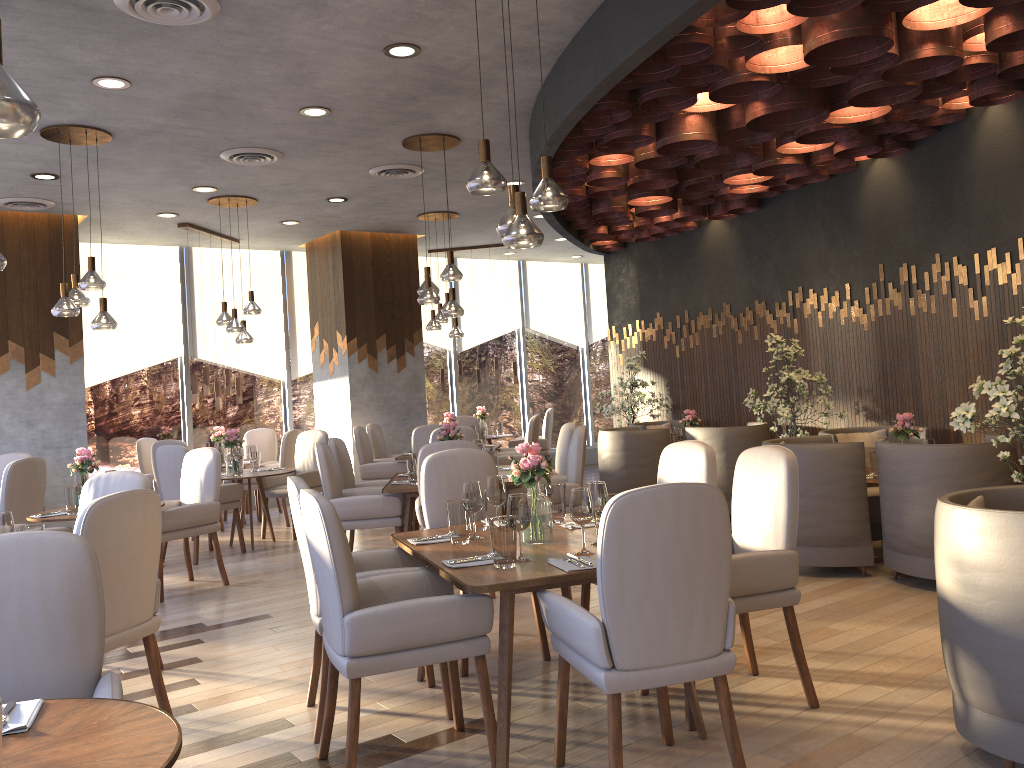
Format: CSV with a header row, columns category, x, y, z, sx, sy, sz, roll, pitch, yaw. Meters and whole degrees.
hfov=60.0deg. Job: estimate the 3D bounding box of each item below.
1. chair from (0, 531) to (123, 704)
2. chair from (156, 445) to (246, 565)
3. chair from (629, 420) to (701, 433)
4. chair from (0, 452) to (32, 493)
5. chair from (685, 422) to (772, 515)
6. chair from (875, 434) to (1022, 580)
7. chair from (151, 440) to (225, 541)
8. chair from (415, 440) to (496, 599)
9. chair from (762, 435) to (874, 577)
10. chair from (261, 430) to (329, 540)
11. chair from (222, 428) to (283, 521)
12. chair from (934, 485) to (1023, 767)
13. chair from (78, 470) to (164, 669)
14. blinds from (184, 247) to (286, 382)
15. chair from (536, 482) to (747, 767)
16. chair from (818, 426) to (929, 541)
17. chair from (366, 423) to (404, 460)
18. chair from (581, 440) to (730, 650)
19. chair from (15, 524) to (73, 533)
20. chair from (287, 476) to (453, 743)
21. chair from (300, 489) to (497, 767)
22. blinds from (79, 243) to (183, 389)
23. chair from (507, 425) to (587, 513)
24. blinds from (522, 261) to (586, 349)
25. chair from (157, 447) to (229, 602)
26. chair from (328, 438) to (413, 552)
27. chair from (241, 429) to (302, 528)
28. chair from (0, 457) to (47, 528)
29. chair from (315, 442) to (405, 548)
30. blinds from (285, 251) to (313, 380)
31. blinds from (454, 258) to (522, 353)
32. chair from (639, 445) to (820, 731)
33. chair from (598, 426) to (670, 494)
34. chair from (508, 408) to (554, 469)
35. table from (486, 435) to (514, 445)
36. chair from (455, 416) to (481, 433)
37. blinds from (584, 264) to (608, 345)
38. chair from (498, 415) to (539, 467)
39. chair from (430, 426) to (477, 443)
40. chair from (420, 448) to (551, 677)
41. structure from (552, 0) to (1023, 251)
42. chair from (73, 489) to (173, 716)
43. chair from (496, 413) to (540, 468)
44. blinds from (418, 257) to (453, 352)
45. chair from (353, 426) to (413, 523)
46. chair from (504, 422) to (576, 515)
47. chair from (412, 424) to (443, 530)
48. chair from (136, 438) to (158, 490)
category,x,y,z,sx,sy,sz,roll,pitch,yaw
chair,-1.214,0.894,2.124,0.528,1.001,0.599,-3,-2,-22
chair,-2.708,1.002,7.672,0.527,1.001,0.600,-4,-2,30
chair,1.553,0.821,9.295,0.775,0.838,0.594,-3,-2,-26
chair,-4.405,1.107,7.533,0.528,1.001,0.599,-4,-2,8
chair,2.040,0.788,8.005,0.774,0.838,0.594,-3,-1,-21
chair,2.608,0.745,5.160,0.774,0.838,0.595,-4,-1,-1
chair,-3.290,1.042,8.960,0.528,1.001,0.599,-4,-2,14
chair,-0.360,0.851,5.785,0.528,1.001,0.599,-4,-2,0
chair,1.958,0.787,5.824,0.595,0.838,0.774,-4,-1,4
chair,-2.096,0.967,8.659,0.527,1.001,0.600,-5,-2,31
chair,-2.997,1.027,10.218,0.528,1.001,0.599,-4,-2,11
chair,1.726,0.793,2.897,0.595,0.838,0.774,-4,-1,14
chair,-2.087,0.954,4.323,0.528,1.001,0.599,-4,-2,17
blinds,-3.401,-1.331,10.863,1.174,2.684,0.007,-2,-2,-36
chair,0.411,0.795,2.853,0.528,1.001,0.599,-3,-2,-17
chair,2.595,0.749,6.488,0.774,0.838,0.595,-3,-1,-6
chair,-1.261,0.918,9.763,0.599,1.001,0.528,-4,-2,7
chair,0.641,0.784,4.112,0.600,1.001,0.527,-3,-2,-24
chair,-3.102,1.021,5.437,0.527,1.001,0.600,-5,-2,34
chair,-0.599,0.860,3.677,0.600,1.001,0.527,-3,-2,-17
chair,-0.417,0.847,3.143,0.600,1.001,0.527,-3,-2,-22
blinds,-4.408,-1.278,10.128,1.174,2.684,0.007,-2,-2,-36
chair,0.266,0.813,6.356,0.600,1.001,0.528,-4,-2,0
blinds,0.622,-1.864,13.826,1.174,2.684,0.007,-2,-2,-36
chair,-2.416,0.981,6.374,0.527,1.001,0.600,-5,-2,35
chair,-1.087,0.899,6.868,0.600,1.001,0.528,-4,-2,0
chair,-2.551,0.997,9.475,0.599,1.001,0.528,-4,-2,10
chair,-3.930,1.076,6.810,0.599,1.001,0.528,-4,-2,11
chair,-1.067,0.896,6.303,0.600,1.001,0.527,-3,-2,-5
blinds,-2.395,-1.410,11.599,1.174,2.684,0.007,-2,-2,-36
blinds,-0.385,-1.803,13.090,1.174,2.684,0.007,-2,-2,-36
chair,0.845,0.770,3.582,0.600,1.001,0.527,-3,-2,-17
chair,1.133,0.845,8.465,0.595,0.838,0.773,-3,-1,-16
chair,0.276,0.827,11.649,0.599,1.001,0.528,-4,-2,7
table,-0.376,1.036,11.762,0.834,0.663,0.832,-3,-1,-45
chair,-0.575,0.876,10.248,0.528,1.001,0.599,-4,-2,2
blinds,1.625,-1.991,14.564,1.174,2.684,0.007,-2,-2,-36
chair,0.006,0.837,9.086,0.599,1.001,0.528,-4,-2,7
chair,-0.463,0.862,7.449,0.528,1.001,0.599,-3,-2,-5
chair,-0.164,0.835,4.420,0.528,1.001,0.599,-3,-2,-22
structure,1.649,-1.845,5.899,2.755,0.557,9.444,-4,0,-6
chair,-1.731,0.930,3.534,0.599,1.001,0.528,-4,-2,20
chair,0.037,0.837,9.655,0.600,1.001,0.528,-4,-2,0
blinds,-1.394,-1.765,12.355,1.174,2.684,0.007,-2,-2,-36
chair,-1.312,0.919,9.200,0.599,1.001,0.528,-4,-2,2
chair,0.225,0.818,6.924,0.600,1.001,0.527,-3,-2,-7
chair,-0.687,0.879,8.598,0.528,1.001,0.599,-4,-2,7
chair,-3.727,1.071,9.677,0.599,1.001,0.528,-4,-2,7
